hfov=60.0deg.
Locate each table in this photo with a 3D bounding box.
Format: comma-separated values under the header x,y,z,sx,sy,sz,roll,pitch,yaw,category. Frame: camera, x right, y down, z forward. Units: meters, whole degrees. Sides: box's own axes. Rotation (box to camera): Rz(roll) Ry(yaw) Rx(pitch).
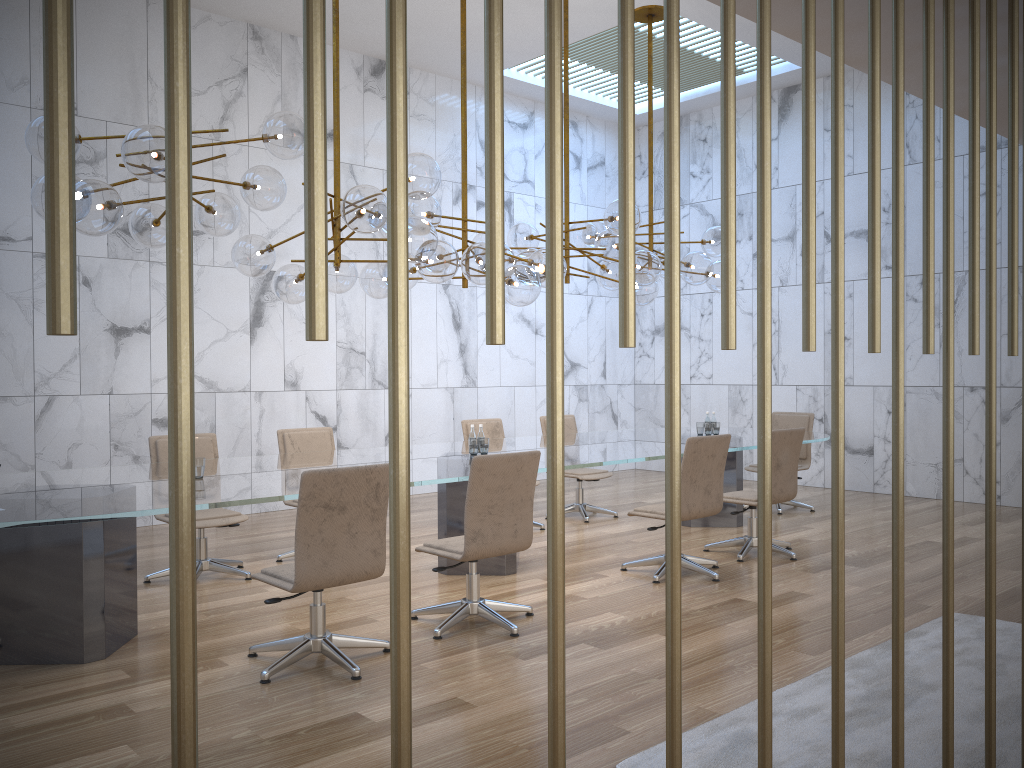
x,y,z,sx,sy,sz,roll,pitch,yaw,category
-0.246,0.932,6.531,7.924,0.835,2.092,-1,1,-42,table

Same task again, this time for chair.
x,y,z,sx,sy,sz,roll,pitch,yaw,category
-2.212,0.869,6.269,0.726,1.000,0.697,-1,1,-42,chair
-0.098,0.832,8.157,0.726,1.000,0.697,-1,1,-42,chair
2.778,0.802,9.232,0.697,1.000,0.726,-1,1,-41,chair
0.648,0.820,8.823,0.726,1.000,0.697,-1,1,-42,chair
-0.948,0.887,4.398,0.726,1.000,0.697,-1,1,-42,chair
-0.203,0.874,5.064,0.726,1.000,0.697,-1,1,-42,chair
1.177,0.850,6.297,0.726,1.000,0.697,-1,1,-42,chair
1.918,0.837,6.958,0.726,1.000,0.697,-1,1,-42,chair
-1.475,0.856,6.927,0.726,1.000,0.697,-1,1,-42,chair

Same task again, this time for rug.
x,y,z,sx,sy,sz,roll,pitch,yaw,category
1.925,1.364,3.738,3.025,0.034,1.320,-1,1,-42,rug

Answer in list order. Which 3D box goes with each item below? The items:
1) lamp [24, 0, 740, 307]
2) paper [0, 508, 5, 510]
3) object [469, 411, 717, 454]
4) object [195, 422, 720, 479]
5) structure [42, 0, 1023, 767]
x,y,z,sx,sy,sz,roll,pitch,yaw,category
-0.352,-1.879,6.416,5.672,2.716,1.557,-1,1,-42,lamp
-2.421,0.560,3.894,0.210,0.001,0.290,0,1,41,paper
-0.019,0.403,6.749,5.189,0.213,0.124,-1,1,-42,object
0.004,0.452,6.705,5.112,0.117,0.183,-1,1,-42,object
2.204,0.157,3.052,7.223,2.456,0.023,-1,1,-42,structure
